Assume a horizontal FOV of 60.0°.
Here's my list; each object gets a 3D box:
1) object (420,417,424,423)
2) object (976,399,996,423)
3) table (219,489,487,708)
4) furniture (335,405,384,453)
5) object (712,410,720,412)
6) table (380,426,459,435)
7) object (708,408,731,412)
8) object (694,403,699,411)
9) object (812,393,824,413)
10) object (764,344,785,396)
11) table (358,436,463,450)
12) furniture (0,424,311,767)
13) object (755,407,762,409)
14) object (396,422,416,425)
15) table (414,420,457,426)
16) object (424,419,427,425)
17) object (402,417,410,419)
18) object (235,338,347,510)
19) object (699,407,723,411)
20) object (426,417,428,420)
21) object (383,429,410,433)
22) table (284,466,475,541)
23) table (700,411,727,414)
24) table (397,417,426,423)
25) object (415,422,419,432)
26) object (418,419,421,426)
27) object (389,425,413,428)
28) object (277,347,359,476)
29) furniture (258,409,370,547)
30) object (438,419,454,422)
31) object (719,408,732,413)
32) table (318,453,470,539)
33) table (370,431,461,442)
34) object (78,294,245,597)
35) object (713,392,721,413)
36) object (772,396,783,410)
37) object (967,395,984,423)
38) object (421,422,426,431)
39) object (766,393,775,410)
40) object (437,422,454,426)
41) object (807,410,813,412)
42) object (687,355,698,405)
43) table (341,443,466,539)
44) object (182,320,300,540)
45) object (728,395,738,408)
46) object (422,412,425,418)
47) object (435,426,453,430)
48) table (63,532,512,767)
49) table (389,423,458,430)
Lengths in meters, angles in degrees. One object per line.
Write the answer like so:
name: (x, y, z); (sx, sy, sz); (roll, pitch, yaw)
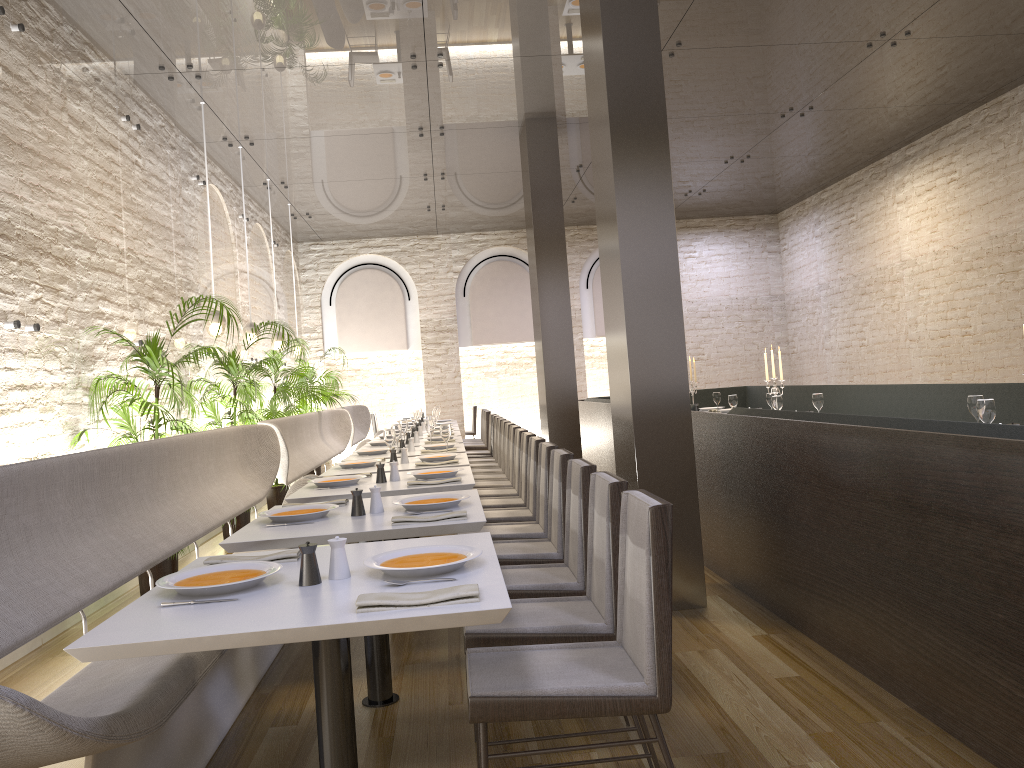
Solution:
object: (-1.292, 0.524, 12.758); (0.059, 0.109, 0.059); (-5, -2, 31)
object: (2.360, 0.192, 4.396); (0.086, 0.231, 0.086); (-5, -2, 8)
table: (-0.565, 0.904, 3.603); (0.936, 0.761, 1.009); (-4, -1, -4)
furniture: (-1.968, 0.841, 12.324); (0.707, 1.099, 2.581); (-4, 0, -4)
object: (2.391, 0.297, 9.892); (0.273, 0.033, 0.142); (-4, 0, -4)
table: (-1.074, 0.943, 10.575); (0.936, 0.761, 1.009); (-4, -1, -4)
object: (2.380, 0.298, 10.046); (0.273, 0.033, 0.142); (-4, 0, -4)
object: (2.049, 0.273, 9.843); (0.068, 0.127, 0.069); (-6, -2, 38)
object: (2.389, 0.190, 6.901); (0.086, 0.231, 0.086); (-6, -3, 38)
object: (2.211, -0.011, 7.461); (0.131, 0.658, 0.389); (-4, -2, 7)
table: (-0.907, 0.930, 8.295); (0.936, 0.761, 1.009); (-4, -1, -4)
furniture: (-1.363, 0.794, 4.039); (0.709, 1.099, 4.469); (-4, 0, -4)
object: (2.168, 0.264, 7.769); (0.069, 0.127, 0.068); (-4, -2, -11)
object: (-1.537, 0.582, 12.806); (0.321, 0.036, 0.322); (-4, 0, 33)
table: (-1.237, 0.956, 12.811); (0.936, 0.761, 1.009); (-4, -1, -4)
object: (-1.142, 0.513, 11.673); (0.059, 0.109, 0.059); (-5, -2, 31)
object: (-1.813, 0.603, 15.661); (0.321, 0.036, 0.321); (-4, 0, 31)
object: (-2.580, 0.456, 9.807); (1.186, 1.978, 1.146); (-6, -2, 36)
object: (2.329, 0.295, 10.357); (0.321, 0.036, 0.322); (-4, 0, 44)
object: (-1.225, 0.519, 12.809); (0.059, 0.109, 0.059); (-5, -2, 31)
object: (-1.374, 0.569, 10.571); (0.321, 0.036, 0.322); (-4, 0, 33)
table: (-0.656, 0.911, 4.849); (0.936, 0.761, 1.009); (-4, -1, -4)
table: (2.044, 0.713, 9.941); (1.101, 0.761, 1.186); (-4, -1, -4)
table: (-1.513, 0.977, 15.666); (0.936, 0.761, 1.009); (-4, -1, -4)
object: (-1.129, 0.511, 10.523); (0.059, 0.109, 0.059); (-5, -2, 31)
object: (-1.209, 0.517, 11.622); (0.059, 0.109, 0.059); (-5, -2, 31)
object: (-1.454, 0.575, 11.670); (0.321, 0.036, 0.322); (-4, 0, 33)
object: (-2.744, 0.469, 12.262); (1.146, 1.978, 1.185); (-3, -2, -24)
furniture: (-1.701, 0.820, 8.661); (0.709, 1.099, 4.469); (-4, 0, -4)
object: (-1.002, 0.542, 12.845); (0.321, 0.036, 0.322); (-4, 0, 33)
object: (2.384, 0.291, 9.614); (0.322, 0.036, 0.321); (-4, 0, -28)
table: (-0.738, 0.917, 5.978); (0.936, 0.761, 1.009); (-4, -1, -4)
table: (-0.993, 0.937, 9.461); (0.936, 0.761, 1.009); (-4, -1, -4)
object: (-2.278, 0.433, 5.700); (1.143, 1.978, 1.188); (-5, -2, 26)
object: (2.200, 0.205, 9.492); (0.086, 0.231, 0.086); (-6, -2, 32)
object: (2.121, 0.210, 7.066); (0.086, 0.231, 0.086); (-4, -2, -4)
object: (2.540, 0.178, 4.836); (0.086, 0.231, 0.086); (-5, -2, 8)
object: (-1.062, 0.506, 10.574); (0.059, 0.109, 0.059); (-5, -2, 31)
object: (2.317, 0.196, 7.895); (0.086, 0.231, 0.086); (-5, -2, 8)
object: (-0.919, 0.536, 11.709); (0.321, 0.036, 0.322); (-4, 0, 33)
object: (2.232, 0.259, 6.638); (0.068, 0.127, 0.069); (-5, -2, 27)
object: (2.027, 0.003, 9.986); (0.131, 0.658, 0.389); (-4, -2, 7)
table: (-0.823, 0.924, 7.137); (0.936, 0.761, 1.009); (-4, -1, -4)
object: (-2.432, 0.445, 7.804); (1.143, 1.978, 1.188); (-5, -2, 26)
object: (2.041, 0.216, 8.162); (0.086, 0.231, 0.086); (-5, -2, 8)
object: (-1.568, 0.545, 15.613); (0.059, 0.109, 0.059); (-4, -2, -2)
object: (-0.839, 0.529, 10.610); (0.321, 0.036, 0.322); (-4, 0, 33)
table: (-0.473, 0.896, 2.357); (0.936, 0.761, 1.009); (-4, -1, -4)
table: (-1.154, 0.950, 11.675); (0.936, 0.761, 1.009); (-4, -1, -4)
